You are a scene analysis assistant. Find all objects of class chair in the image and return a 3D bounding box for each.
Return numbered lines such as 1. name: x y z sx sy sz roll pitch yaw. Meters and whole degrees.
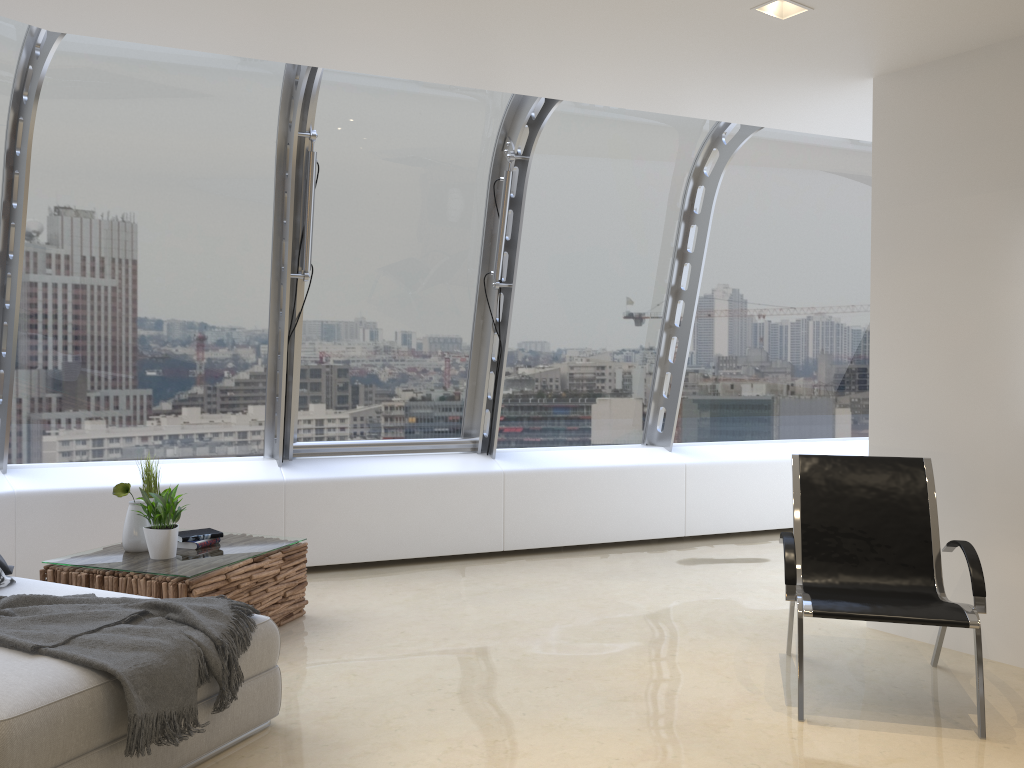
1. chair: -2.049 0.953 3.295 2.068 0.690 1.176 1 1 25
2. chair: 1.549 0.837 3.807 0.752 0.972 0.943 1 1 14

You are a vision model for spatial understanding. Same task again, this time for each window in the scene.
1. window: 5.418 -0.066 1.072 16.171 3.674 16.693 0 1 -30

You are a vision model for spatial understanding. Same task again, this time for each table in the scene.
1. table: -1.696 1.070 4.577 0.923 0.436 1.007 1 1 20

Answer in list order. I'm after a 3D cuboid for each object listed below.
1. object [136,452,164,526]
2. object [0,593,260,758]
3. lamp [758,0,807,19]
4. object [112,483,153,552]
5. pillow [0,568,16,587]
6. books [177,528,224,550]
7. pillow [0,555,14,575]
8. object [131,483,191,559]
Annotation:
1. object: -1.926 0.595 4.711 0.150 0.511 0.153 1 1 23
2. object: -1.399 0.929 3.176 1.024 0.359 0.825 1 1 23
3. lamp: 3.725 -1.525 0.109 9.928 0.004 9.775 0 1 -35
4. object: -1.926 0.670 4.474 0.152 0.370 0.297 0 1 9
5. pillow: -2.327 0.604 3.472 0.431 0.528 0.683 1 1 19
6. books: -1.670 0.820 4.688 0.246 0.063 0.265 1 1 41
7. pillow: -2.614 0.584 3.571 0.510 0.597 1.070 1 1 24
8. object: -1.729 0.675 4.382 0.284 0.369 0.215 0 1 -2
